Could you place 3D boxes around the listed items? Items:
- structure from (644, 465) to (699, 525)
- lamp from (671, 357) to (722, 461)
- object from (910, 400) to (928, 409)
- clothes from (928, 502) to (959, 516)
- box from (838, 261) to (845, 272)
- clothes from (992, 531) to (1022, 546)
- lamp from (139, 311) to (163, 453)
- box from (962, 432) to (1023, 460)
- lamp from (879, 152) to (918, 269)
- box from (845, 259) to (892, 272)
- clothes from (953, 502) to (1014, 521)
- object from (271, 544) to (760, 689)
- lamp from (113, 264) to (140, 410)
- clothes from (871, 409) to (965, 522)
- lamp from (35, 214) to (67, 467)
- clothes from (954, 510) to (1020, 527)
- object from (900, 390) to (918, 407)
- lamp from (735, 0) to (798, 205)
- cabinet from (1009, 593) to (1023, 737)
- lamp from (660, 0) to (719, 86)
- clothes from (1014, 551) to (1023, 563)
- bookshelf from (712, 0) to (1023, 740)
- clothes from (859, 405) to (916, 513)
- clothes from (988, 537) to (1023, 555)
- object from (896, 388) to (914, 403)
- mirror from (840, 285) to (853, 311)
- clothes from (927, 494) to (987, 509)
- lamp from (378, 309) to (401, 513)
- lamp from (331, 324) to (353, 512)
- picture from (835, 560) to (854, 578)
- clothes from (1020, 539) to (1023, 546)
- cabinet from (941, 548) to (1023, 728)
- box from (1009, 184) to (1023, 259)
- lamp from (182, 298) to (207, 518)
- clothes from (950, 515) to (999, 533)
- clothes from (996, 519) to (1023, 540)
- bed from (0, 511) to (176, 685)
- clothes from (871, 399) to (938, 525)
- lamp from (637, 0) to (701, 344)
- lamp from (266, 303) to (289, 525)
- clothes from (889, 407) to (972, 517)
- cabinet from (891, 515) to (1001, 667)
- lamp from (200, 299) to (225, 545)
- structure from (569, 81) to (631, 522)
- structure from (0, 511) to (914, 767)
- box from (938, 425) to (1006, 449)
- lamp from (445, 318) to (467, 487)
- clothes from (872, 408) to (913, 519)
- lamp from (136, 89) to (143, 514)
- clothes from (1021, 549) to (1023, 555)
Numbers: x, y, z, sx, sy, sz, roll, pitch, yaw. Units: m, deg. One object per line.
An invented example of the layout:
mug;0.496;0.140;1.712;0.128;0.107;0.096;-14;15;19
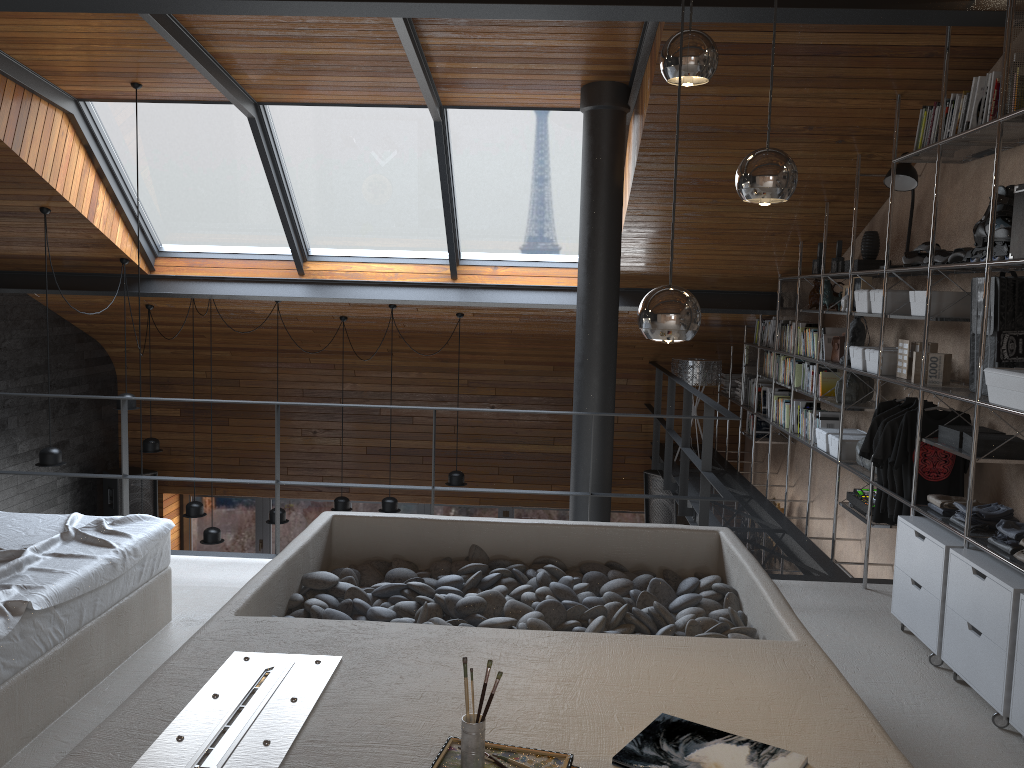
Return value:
structure;1.716;1.257;9.411;0.488;0.735;0.462;-3;7;-37
lamp;1.777;0.257;8.638;0.475;1.002;0.475;4;6;26
object;2.120;0.120;4.599;0.387;0.197;0.009;1;6;-2
clothes;2.114;0.589;4.183;0.248;0.043;0.190;3;6;11
box;2.224;-0.750;5.722;0.208;0.079;0.207;3;6;16
clothes;2.068;0.621;3.577;0.203;0.053;0.198;2;6;6
lamp;-3.429;-0.040;8.406;0.210;1.369;0.210;6;7;40
box;2.105;0.270;3.873;0.208;0.079;0.207;3;6;14
lamp;2.202;-0.969;5.003;0.322;0.660;0.233;-2;7;-34
box;2.207;-0.728;5.506;0.208;0.079;0.207;2;6;-1
clothes;2.094;0.559;3.928;0.200;0.052;0.194;2;6;4
object;0.004;0.869;3.281;1.842;0.246;1.436;2;6;2
lamp;-3.204;-0.394;7.349;0.210;1.206;0.210;6;7;40
clothes;2.093;0.423;4.564;0.488;0.586;0.074;1;6;-5
lamp;-3.419;-0.322;6.533;0.210;1.853;0.210;6;7;40
clothes;2.085;0.590;3.916;0.215;0.047;0.191;2;6;2
object;2.126;0.107;4.721;0.387;0.197;0.009;1;6;-2
lamp;0.632;-1.166;2.072;0.146;1.474;0.146;5;7;33
cabinet;2.030;1.067;2.959;0.435;0.561;0.527;2;6;3
lamp;0.462;-1.358;2.187;0.146;1.204;0.146;5;7;33
clothes;2.063;0.670;3.339;0.238;0.053;0.212;2;6;0
bookshelf;2.133;0.866;4.068;0.421;6.218;10.740;2;6;2
clothes;2.101;0.404;4.751;0.488;0.586;0.074;1;6;-5
clothes;2.086;0.647;3.585;0.242;0.048;0.207;2;6;0
object;2.132;0.061;4.764;0.283;0.118;0.016;2;6;2
mirror;2.228;-0.559;5.797;0.069;0.168;0.130;-1;7;-27
clothes;2.101;0.557;4.179;0.221;0.050;0.196;2;6;5
lamp;-1.113;0.229;8.157;0.210;1.911;0.210;6;7;40
lamp;-1.625;0.224;8.507;0.210;2.002;0.210;6;7;40
picture;2.346;1.752;6.416;0.090;0.863;0.530;2;6;2
clothes;2.055;0.615;3.329;0.212;0.047;0.187;2;6;3
cabinet;2.056;1.009;3.528;0.435;0.561;0.527;2;6;3
box;2.107;-0.621;3.372;0.266;0.295;0.289;2;6;2
lamp;-2.863;0.184;7.980;0.210;2.036;0.210;6;7;40
clothes;2.102;0.616;3.921;0.243;0.045;0.208;2;6;2
clothes;2.086;0.592;3.570;0.204;0.049;0.184;2;6;2
bed;-2.405;0.788;2.824;2.011;0.484;1.826;2;6;2
clothes;2.119;0.423;4.793;0.424;0.689;0.090;2;6;1
lamp;0.387;-0.975;1.974;0.146;1.771;0.146;5;6;28
lamp;-2.146;0.265;8.121;0.210;2.034;0.210;6;7;40
clothes;2.103;0.460;4.427;0.424;0.689;0.090;2;6;1
cabinet;2.078;0.953;4.083;0.435;0.561;0.527;2;6;3
lamp;-2.649;0.279;7.819;0.210;2.273;0.210;6;7;40
structure;0.520;0.904;5.795;1.197;5.699;1.689;2;6;2
structure;-1.357;0.715;2.767;4.614;1.120;2.634;2;6;2
box;2.124;0.247;4.105;0.208;0.079;0.207;2;6;1
lamp;-0.504;0.166;8.281;0.210;1.565;0.210;6;7;40
clothes;2.128;0.417;4.628;0.488;0.586;0.074;1;6;-5
lamp;-2.566;-0.396;6.113;0.210;3.208;0.210;4;6;25
clothes;2.046;0.642;3.321;0.229;0.052;0.199;2;6;6
